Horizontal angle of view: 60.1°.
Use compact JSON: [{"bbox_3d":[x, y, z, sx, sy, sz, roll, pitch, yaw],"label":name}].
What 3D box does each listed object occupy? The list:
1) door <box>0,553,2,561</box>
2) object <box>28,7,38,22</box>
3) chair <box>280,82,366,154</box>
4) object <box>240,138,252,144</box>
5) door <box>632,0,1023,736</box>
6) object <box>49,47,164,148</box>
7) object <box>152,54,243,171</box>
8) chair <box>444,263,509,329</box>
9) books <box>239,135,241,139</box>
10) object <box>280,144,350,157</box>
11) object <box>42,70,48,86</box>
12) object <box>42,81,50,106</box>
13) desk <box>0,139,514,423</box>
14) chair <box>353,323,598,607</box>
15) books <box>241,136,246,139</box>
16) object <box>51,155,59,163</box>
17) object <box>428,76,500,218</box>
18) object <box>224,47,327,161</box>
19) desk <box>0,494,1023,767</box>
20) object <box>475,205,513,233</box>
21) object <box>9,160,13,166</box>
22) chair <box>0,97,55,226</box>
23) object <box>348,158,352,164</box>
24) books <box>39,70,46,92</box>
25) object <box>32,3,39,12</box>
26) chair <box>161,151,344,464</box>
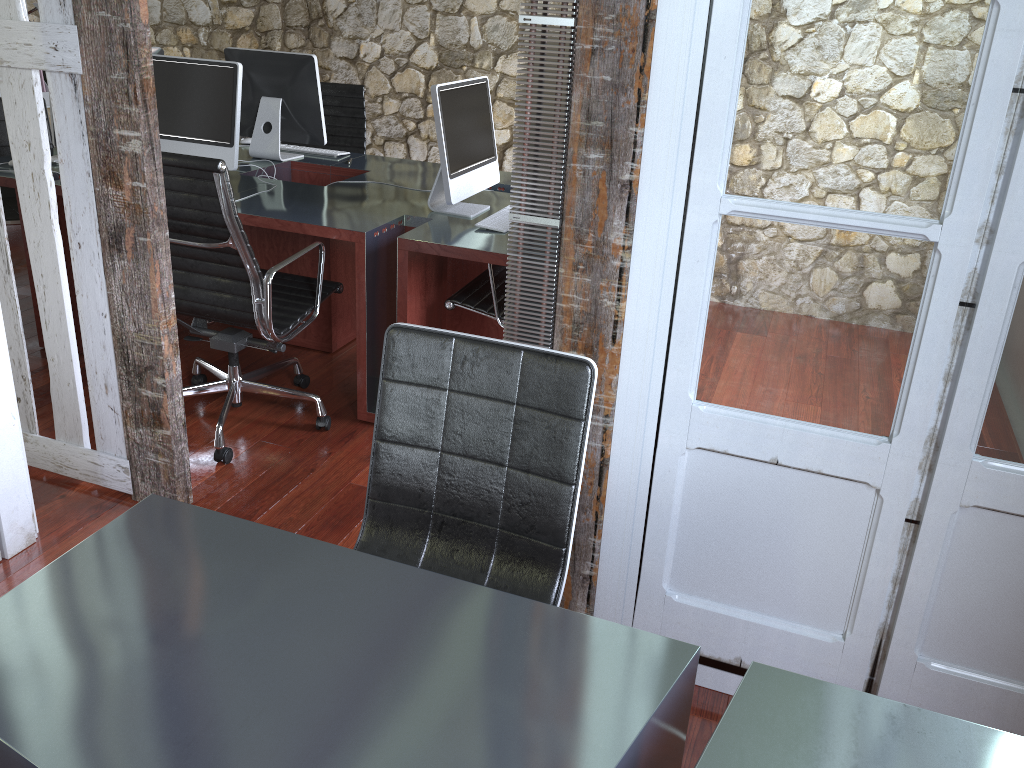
[{"bbox_3d":[-1.540,-0.319,1.596,0.041,2.138,1.075,10,23,17],"label":"door"},{"bbox_3d":[-2.915,-2.171,5.299,0.179,0.158,0.094,-17,30,-39],"label":"object"},{"bbox_3d":[-1.038,-1.026,4.637,0.666,1.003,0.711,9,23,13],"label":"chair"},{"bbox_3d":[-1.329,-1.236,4.500,0.106,0.028,0.060,-5,25,-18],"label":"object"},{"bbox_3d":[0.857,-0.204,1.642,1.164,2.140,0.041,11,23,18],"label":"door"},{"bbox_3d":[-1.730,-1.205,3.836,0.191,0.476,0.488,23,30,40],"label":"object"},{"bbox_3d":[-1.295,-1.072,3.593,0.485,0.476,0.193,11,23,18],"label":"object"},{"bbox_3d":[0.131,-0.370,3.316,0.702,1.003,0.675,13,24,21],"label":"chair"},{"bbox_3d":[-1.552,-1.455,5.293,0.040,0.299,0.263,10,24,17],"label":"books"},{"bbox_3d":[-1.024,-1.166,4.396,0.440,0.017,0.120,11,25,18],"label":"object"},{"bbox_3d":[-2.944,-1.909,5.547,0.246,0.272,0.080,13,24,22],"label":"object"},{"bbox_3d":[-2.964,-1.873,5.464,0.240,0.272,0.079,15,25,25],"label":"object"},{"bbox_3d":[-0.963,-0.568,3.965,2.514,0.714,1.322,11,25,18],"label":"desk"},{"bbox_3d":[-0.164,0.438,1.598,0.476,0.902,0.611,11,24,17],"label":"chair"},{"bbox_3d":[-1.531,-1.412,5.251,0.057,0.257,0.185,10,24,17],"label":"books"},{"bbox_3d":[-1.942,-1.042,4.004,0.119,0.017,0.446,11,25,17],"label":"object"},{"bbox_3d":[-0.191,-0.896,3.340,0.190,0.476,0.492,11,24,17],"label":"object"},{"bbox_3d":[-1.113,-1.299,4.124,0.485,0.476,0.193,11,23,18],"label":"object"},{"bbox_3d":[-0.286,0.951,0.742,1.450,0.642,1.741,11,25,17],"label":"desk"},{"bbox_3d":[-0.004,-0.633,3.334,0.119,0.017,0.446,11,25,17],"label":"object"},{"bbox_3d":[-2.062,-0.927,3.716,0.106,0.028,0.060,11,25,16],"label":"object"},{"bbox_3d":[-2.350,-0.876,4.266,0.478,0.902,0.609,-15,29,-37],"label":"chair"},{"bbox_3d":[-0.767,-1.062,4.205,0.011,0.011,0.152,1,24,-5],"label":"object"},{"bbox_3d":[-2.968,-1.893,5.489,0.195,0.283,0.022,15,24,25],"label":"books"},{"bbox_3d":[-2.874,-2.250,5.473,0.126,0.185,0.064,0,22,-8],"label":"object"},{"bbox_3d":[-0.963,-0.339,3.111,0.666,1.003,0.711,8,23,12],"label":"chair"}]
